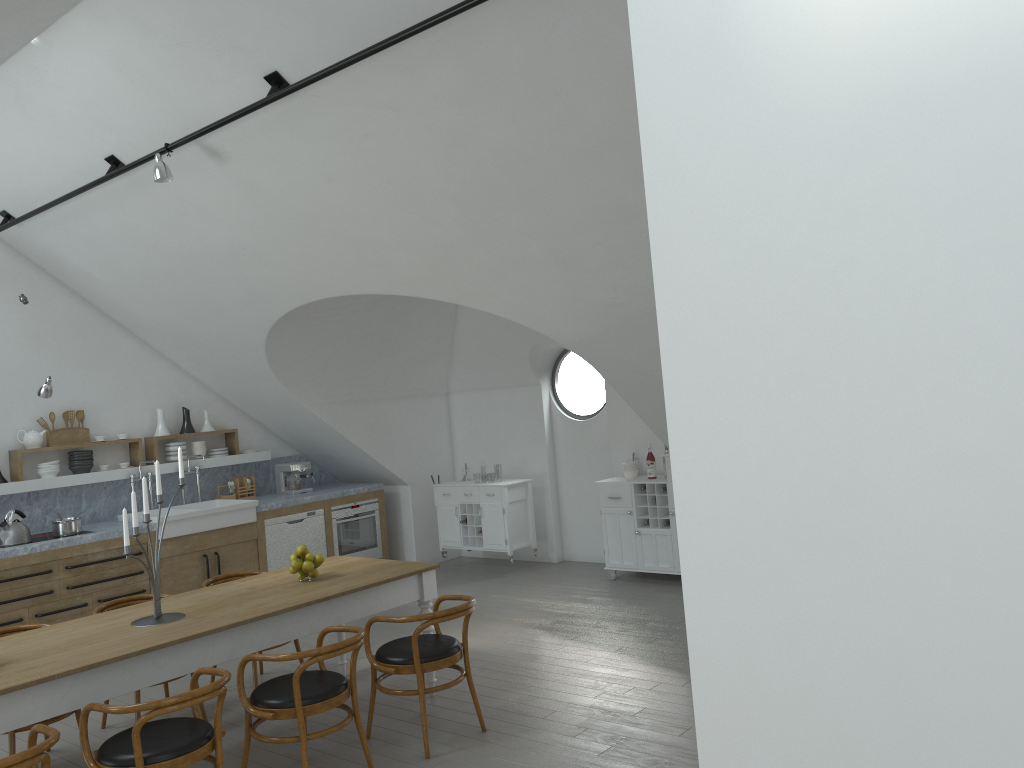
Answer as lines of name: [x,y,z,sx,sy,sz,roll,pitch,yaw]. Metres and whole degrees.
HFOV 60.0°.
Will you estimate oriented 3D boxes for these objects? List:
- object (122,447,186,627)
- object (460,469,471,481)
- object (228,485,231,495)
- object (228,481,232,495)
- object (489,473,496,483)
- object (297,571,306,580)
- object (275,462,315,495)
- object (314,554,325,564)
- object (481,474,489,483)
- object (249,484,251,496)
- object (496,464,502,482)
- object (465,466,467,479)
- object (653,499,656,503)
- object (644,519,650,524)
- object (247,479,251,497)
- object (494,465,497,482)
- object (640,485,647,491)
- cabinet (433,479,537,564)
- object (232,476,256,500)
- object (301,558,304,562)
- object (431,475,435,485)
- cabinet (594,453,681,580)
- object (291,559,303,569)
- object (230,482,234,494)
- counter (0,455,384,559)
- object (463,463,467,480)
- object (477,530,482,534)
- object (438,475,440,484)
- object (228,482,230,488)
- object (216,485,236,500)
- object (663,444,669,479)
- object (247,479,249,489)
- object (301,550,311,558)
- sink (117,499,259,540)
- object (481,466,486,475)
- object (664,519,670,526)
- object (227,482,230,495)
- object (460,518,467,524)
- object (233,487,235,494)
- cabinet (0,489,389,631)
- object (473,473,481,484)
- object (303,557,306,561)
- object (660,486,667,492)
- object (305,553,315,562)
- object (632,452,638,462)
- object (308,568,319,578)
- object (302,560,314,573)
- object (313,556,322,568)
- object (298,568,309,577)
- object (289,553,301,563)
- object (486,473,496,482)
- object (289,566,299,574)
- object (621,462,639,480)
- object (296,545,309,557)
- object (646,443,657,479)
object: [-1.847,0.784,4.668,0.265,0.876,0.774,-6,-2,14]
object: [-0.508,0.992,9.682,0.101,0.138,0.067,-6,-3,40]
object: [-2.866,1.103,9.006,0.019,0.179,0.044,-5,-2,5]
object: [-2.879,1.092,9.050,0.040,0.192,0.042,-4,-2,-12]
object: [-0.201,0.976,9.208,0.071,0.099,0.071,-4,-2,-27]
object: [-1.250,1.138,5.261,0.049,0.050,0.051,-6,-2,44]
object: [-2.244,0.990,9.339,0.386,0.321,0.324,-6,-2,40]
object: [-1.151,1.045,5.293,0.063,0.063,0.062,-5,-2,3]
object: [-0.280,0.990,9.230,0.077,0.085,0.077,-6,-2,28]
object: [-2.722,1.083,9.208,0.018,0.196,0.020,-4,-3,-28]
object: [-0.134,0.926,9.201,0.063,0.187,0.063,-6,-2,25]
object: [-0.500,0.958,9.662,0.024,0.164,0.039,-3,-3,-37]
object: [1.380,1.046,8.084,0.085,0.085,0.331,-6,-1,40]
object: [1.340,1.246,8.120,0.156,0.085,0.331,-6,-1,41]
object: [-2.724,1.080,9.192,0.040,0.192,0.042,-5,-2,0]
object: [-0.156,0.932,9.260,0.054,0.179,0.054,-6,-2,17]
object: [1.289,0.944,8.149,0.092,0.094,0.359,-6,-1,41]
cabinet: [-0.313,1.431,9.342,1.132,0.790,0.497,-6,-2,40]
object: [-2.777,1.077,9.191,0.104,0.223,0.200,-7,-2,40]
object: [-1.280,1.077,5.358,0.062,0.059,0.062,-6,-2,44]
object: [-0.829,1.121,9.639,0.088,0.269,0.029,-5,-2,13]
cabinet: [1.419,1.199,8.119,1.240,1.155,0.610,-6,-2,40]
object: [-1.269,1.063,5.233,0.071,0.064,0.072,-6,-2,34]
object: [-2.842,1.088,9.019,0.040,0.192,0.042,-4,-2,-13]
counter: [-3.803,1.011,7.499,0.960,0.620,6.580,-6,-1,40]
object: [-0.515,0.958,9.694,0.039,0.175,0.054,-7,-3,40]
object: [-0.245,1.518,9.213,0.081,0.083,0.317,-6,-1,40]
object: [-0.787,1.117,9.603,0.029,0.269,0.088,-4,-2,-23]
object: [-2.877,1.095,9.034,0.018,0.196,0.020,-3,-3,-40]
object: [-2.910,1.112,9.013,0.100,0.171,0.173,-7,-2,42]
object: [1.416,0.697,8.068,0.085,0.331,0.085,-5,-2,-1]
object: [-2.741,1.085,9.216,0.018,0.196,0.023,-3,-3,-42]
object: [-1.254,1.030,5.377,0.062,0.060,0.062,-6,-2,41]
sink: [-2.971,1.241,8.181,0.726,0.202,1.021,-6,-1,40]
object: [-0.297,0.950,9.296,0.048,0.169,0.048,-6,-3,28]
object: [1.468,1.236,8.002,0.081,0.081,0.359,-6,-1,38]
object: [-2.878,1.094,9.023,0.019,0.196,0.022,-6,-3,28]
object: [-0.429,1.432,9.316,0.081,0.085,0.317,-6,-1,41]
object: [-2.838,1.101,9.033,0.044,0.179,0.019,-6,-3,25]
cabinet: [-3.762,1.830,7.394,1.002,1.023,6.433,-6,-1,40]
object: [-0.364,0.987,9.253,0.082,0.105,0.081,-4,-2,-37]
object: [-1.228,1.044,5.331,0.053,0.051,0.052,-5,-2,11]
object: [1.442,0.933,8.008,0.087,0.085,0.360,-6,-1,40]
object: [-1.203,1.032,5.268,0.053,0.057,0.058,-4,-2,-35]
object: [1.174,0.764,8.543,0.115,0.209,0.065,-7,-3,42]
object: [-1.185,1.126,5.286,0.064,0.063,0.063,-4,-2,-39]
object: [-1.205,1.077,5.234,0.071,0.072,0.070,-5,-2,5]
object: [-1.181,1.071,5.339,0.076,0.076,0.077,-5,-2,7]
object: [-1.246,1.124,5.329,0.080,0.074,0.078,-5,-1,-5]
object: [-1.296,1.049,5.302,0.066,0.071,0.072,-5,-2,10]
object: [-0.218,0.981,9.298,0.094,0.093,0.093,-6,-2,28]
object: [-1.298,1.104,5.276,0.059,0.056,0.059,-6,-2,35]
object: [1.109,0.812,8.306,0.158,0.160,0.154,-4,-2,-22]
object: [-1.251,0.997,5.298,0.072,0.074,0.072,-6,-2,40]
object: [1.283,0.710,8.189,0.081,0.330,0.081,-7,-3,36]
